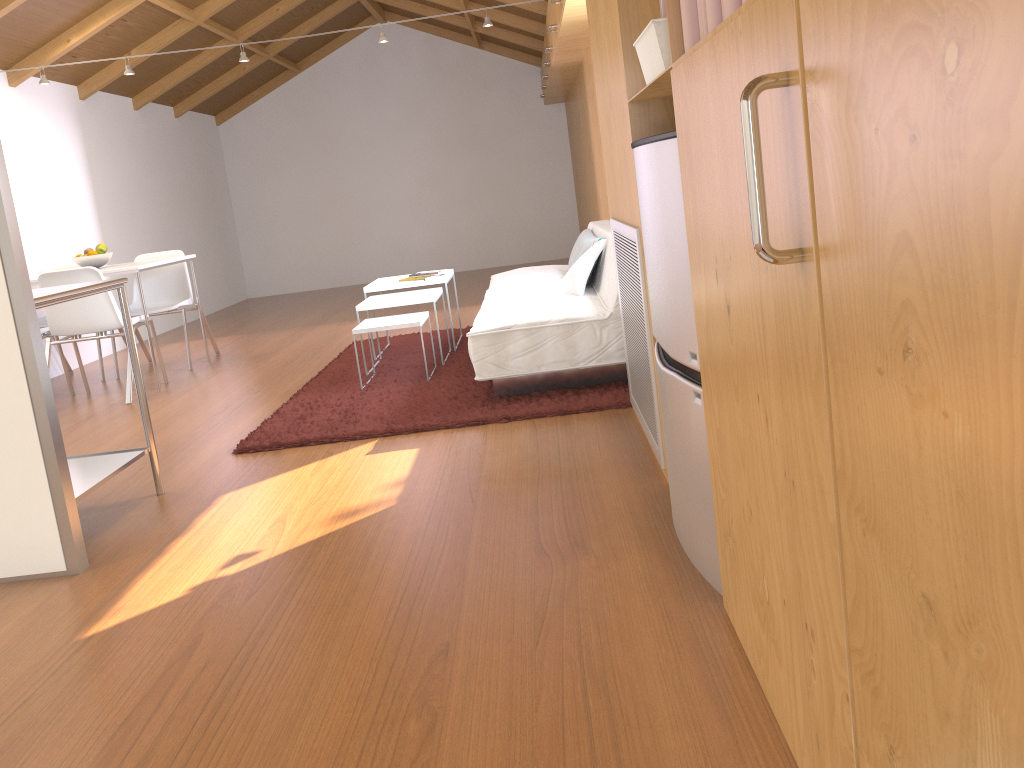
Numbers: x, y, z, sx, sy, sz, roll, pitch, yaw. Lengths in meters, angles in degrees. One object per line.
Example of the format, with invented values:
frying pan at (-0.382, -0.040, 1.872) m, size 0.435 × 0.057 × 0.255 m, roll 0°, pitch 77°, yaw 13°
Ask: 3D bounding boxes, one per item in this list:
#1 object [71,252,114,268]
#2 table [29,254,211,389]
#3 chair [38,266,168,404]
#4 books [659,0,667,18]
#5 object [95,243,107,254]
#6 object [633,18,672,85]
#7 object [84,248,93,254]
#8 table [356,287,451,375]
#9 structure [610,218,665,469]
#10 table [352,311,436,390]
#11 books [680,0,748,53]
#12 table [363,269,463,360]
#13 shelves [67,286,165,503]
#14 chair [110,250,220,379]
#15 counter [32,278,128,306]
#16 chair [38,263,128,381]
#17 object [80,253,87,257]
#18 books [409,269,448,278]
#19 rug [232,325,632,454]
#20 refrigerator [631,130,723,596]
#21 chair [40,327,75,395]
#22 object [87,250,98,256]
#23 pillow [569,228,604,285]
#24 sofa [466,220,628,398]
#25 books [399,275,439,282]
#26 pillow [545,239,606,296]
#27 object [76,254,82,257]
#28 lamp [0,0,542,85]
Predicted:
object at (-2.702, -0.789, 5.710) m, size 0.255 × 0.089 × 0.258 m, roll 4°, pitch 17°, yaw 43°
table at (-2.728, -0.358, 5.691) m, size 1.208 × 0.734 × 0.911 m, roll -7°, pitch 11°, yaw 2°
chair at (-2.435, -0.300, 5.164) m, size 0.531 × 0.777 × 0.554 m, roll -7°, pitch 10°, yaw 2°
books at (0.403, -0.780, 1.924) m, size 0.150 × 0.190 × 0.089 m, roll -7°, pitch 9°, yaw 2°
object at (-2.658, -0.875, 5.722) m, size 0.070 × 0.068 × 0.078 m, roll -7°, pitch 11°, yaw 3°
object at (0.408, -0.767, 2.053) m, size 0.203 × 0.121 × 0.354 m, roll -7°, pitch 12°, yaw 3°
object at (-2.729, -0.847, 5.705) m, size 0.063 × 0.066 × 0.062 m, roll 1°, pitch 13°, yaw 40°
table at (-0.596, -0.304, 4.957) m, size 0.424 × 0.379 × 0.465 m, roll -7°, pitch 11°, yaw 2°
structure at (0.415, -0.188, 2.997) m, size 0.013 × 0.713 × 0.830 m, roll -7°, pitch 11°, yaw 3°
table at (-0.598, -0.178, 4.566) m, size 0.341 × 0.305 × 0.374 m, roll -7°, pitch 11°, yaw 2°
books at (0.342, -0.588, 0.058) m, size 0.189 × 0.650 × 3.151 m, roll -7°, pitch 12°, yaw 3°
table at (-0.590, -0.433, 5.410) m, size 0.485 × 0.433 × 0.531 m, roll -7°, pitch 11°, yaw 2°
shelves at (-2.335, 0.219, 2.854) m, size 2.091 × 0.744 × 0.640 m, roll -7°, pitch 10°, yaw 2°
chair at (-2.417, -0.503, 6.062) m, size 0.531 × 0.777 × 0.554 m, roll -7°, pitch 10°, yaw 2°
counter at (-2.385, -0.164, 2.798) m, size 2.108 × 0.021 × 0.658 m, roll -7°, pitch 12°, yaw 2°
chair at (-3.007, -0.431, 6.084) m, size 0.531 × 0.777 × 0.554 m, roll -7°, pitch 10°, yaw 2°
object at (-2.729, -0.798, 5.656) m, size 0.068 × 0.077 × 0.071 m, roll 1°, pitch 13°, yaw 39°
books at (-0.497, -0.661, 5.288) m, size 0.193 × 0.016 × 0.155 m, roll -2°, pitch 13°, yaw 21°
rug at (-0.161, -0.108, 4.769) m, size 1.884 × 0.020 × 2.514 m, roll -7°, pitch 12°, yaw 2°
refrigerator at (0.480, -0.106, 2.138) m, size 0.261 × 0.975 × 0.722 m, roll -7°, pitch 10°, yaw 3°
chair at (-3.025, -0.228, 5.186) m, size 0.531 × 0.777 × 0.554 m, roll -7°, pitch 10°, yaw 2°
object at (-2.669, -0.817, 5.632) m, size 0.068 × 0.067 × 0.068 m, roll -12°, pitch 11°, yaw -21°
pillow at (0.415, -0.733, 5.062) m, size 0.171 × 0.248 × 1.056 m, roll -7°, pitch 12°, yaw 3°
sofa at (0.252, -0.491, 4.816) m, size 0.862 × 0.621 × 2.386 m, roll -7°, pitch 12°, yaw 3°
books at (-0.547, -0.624, 5.224) m, size 0.193 × 0.016 × 0.154 m, roll 0°, pitch 15°, yaw 31°
pillow at (0.327, -0.586, 4.448) m, size 0.269 × 0.249 × 0.347 m, roll -14°, pitch 13°, yaw -33°
object at (-2.780, -0.803, 5.696) m, size 0.068 × 0.065 × 0.068 m, roll -17°, pitch 14°, yaw -43°
lamp at (-1.642, -2.312, 6.042) m, size 3.826 × 0.151 × 0.073 m, roll -7°, pitch 9°, yaw 2°
